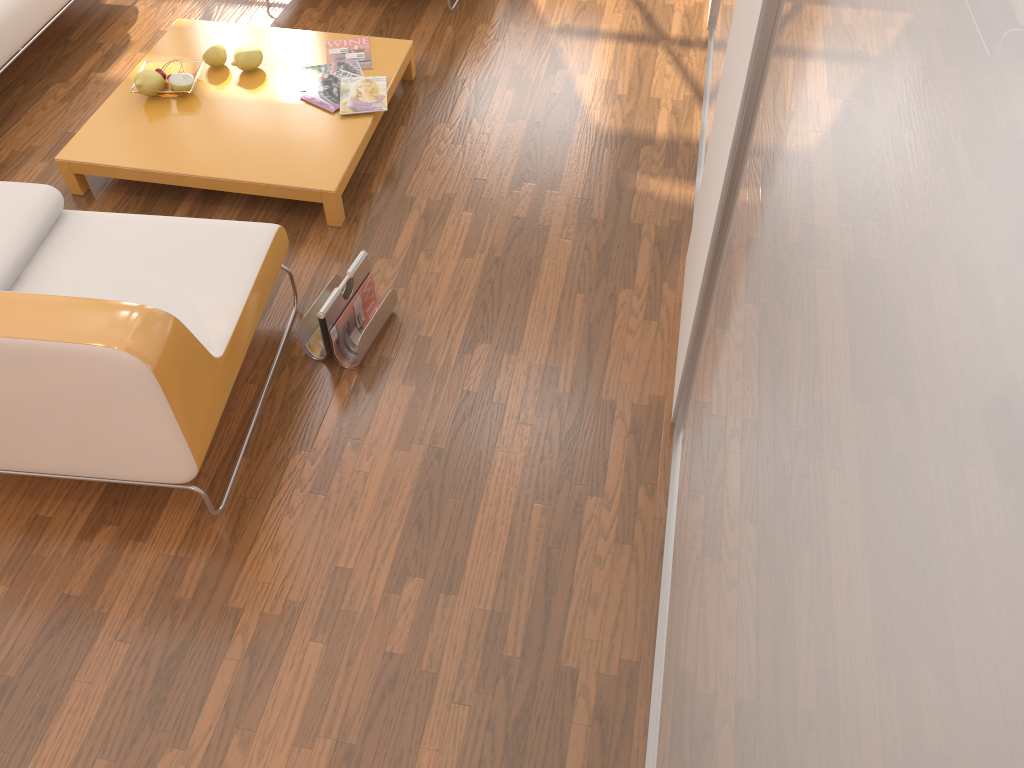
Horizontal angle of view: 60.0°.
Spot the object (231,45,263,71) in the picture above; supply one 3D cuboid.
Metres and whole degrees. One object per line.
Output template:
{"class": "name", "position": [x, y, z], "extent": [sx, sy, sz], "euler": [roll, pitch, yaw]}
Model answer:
{"class": "object", "position": [-1.003, -1.239, 3.369], "extent": [0.105, 0.091, 0.103], "euler": [4, 49, 3]}

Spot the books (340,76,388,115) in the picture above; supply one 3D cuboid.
{"class": "books", "position": [-0.546, -1.065, 3.265], "extent": [0.171, 0.004, 0.249], "euler": [-5, 49, -4]}

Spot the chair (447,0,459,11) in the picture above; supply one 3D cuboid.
{"class": "chair", "position": [-0.624, -2.253, 4.066], "extent": [0.923, 0.661, 0.825], "euler": [10, 50, 9]}

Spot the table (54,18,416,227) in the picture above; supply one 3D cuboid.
{"class": "table", "position": [-0.980, -1.023, 3.342], "extent": [1.000, 0.150, 1.000], "euler": [8, 50, 7]}

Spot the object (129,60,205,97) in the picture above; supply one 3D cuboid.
{"class": "object", "position": [-1.274, -1.127, 3.301], "extent": [0.227, 0.048, 0.227], "euler": [0, 49, 0]}

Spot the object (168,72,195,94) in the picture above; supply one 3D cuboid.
{"class": "object", "position": [-1.211, -1.098, 3.267], "extent": [0.091, 0.065, 0.092], "euler": [-22, 53, -18]}

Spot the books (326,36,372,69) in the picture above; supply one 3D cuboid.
{"class": "books", "position": [-0.639, -1.294, 3.473], "extent": [0.171, 0.004, 0.249], "euler": [-7, 50, -6]}

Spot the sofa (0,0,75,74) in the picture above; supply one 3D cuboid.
{"class": "sofa", "position": [-2.328, -1.477, 3.400], "extent": [0.825, 0.661, 2.010], "euler": [7, 50, 6]}

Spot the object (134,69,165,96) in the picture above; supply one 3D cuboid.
{"class": "object", "position": [-1.325, -1.103, 3.244], "extent": [0.102, 0.095, 0.101], "euler": [-15, 51, -13]}

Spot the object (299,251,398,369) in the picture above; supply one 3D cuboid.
{"class": "object", "position": [-0.483, -0.224, 2.608], "extent": [0.189, 0.217, 0.281], "euler": [15, 51, 13]}

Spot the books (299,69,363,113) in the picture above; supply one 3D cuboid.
{"class": "books", "position": [-0.649, -1.093, 3.294], "extent": [0.171, 0.004, 0.249], "euler": [26, 54, 21]}

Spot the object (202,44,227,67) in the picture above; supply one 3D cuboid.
{"class": "object", "position": [-1.131, -1.255, 3.385], "extent": [0.080, 0.087, 0.094], "euler": [31, 56, 24]}

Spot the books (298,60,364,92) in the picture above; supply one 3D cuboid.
{"class": "books", "position": [-0.688, -1.170, 3.366], "extent": [0.249, 0.004, 0.171], "euler": [-11, 50, -9]}

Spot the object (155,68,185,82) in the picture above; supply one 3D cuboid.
{"class": "object", "position": [-1.284, -1.151, 3.318], "extent": [0.134, 0.037, 0.061], "euler": [14, 51, 12]}

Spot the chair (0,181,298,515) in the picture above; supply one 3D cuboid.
{"class": "chair", "position": [-1.144, -0.199, 2.293], "extent": [0.923, 0.661, 0.825], "euler": [4, 49, 4]}
